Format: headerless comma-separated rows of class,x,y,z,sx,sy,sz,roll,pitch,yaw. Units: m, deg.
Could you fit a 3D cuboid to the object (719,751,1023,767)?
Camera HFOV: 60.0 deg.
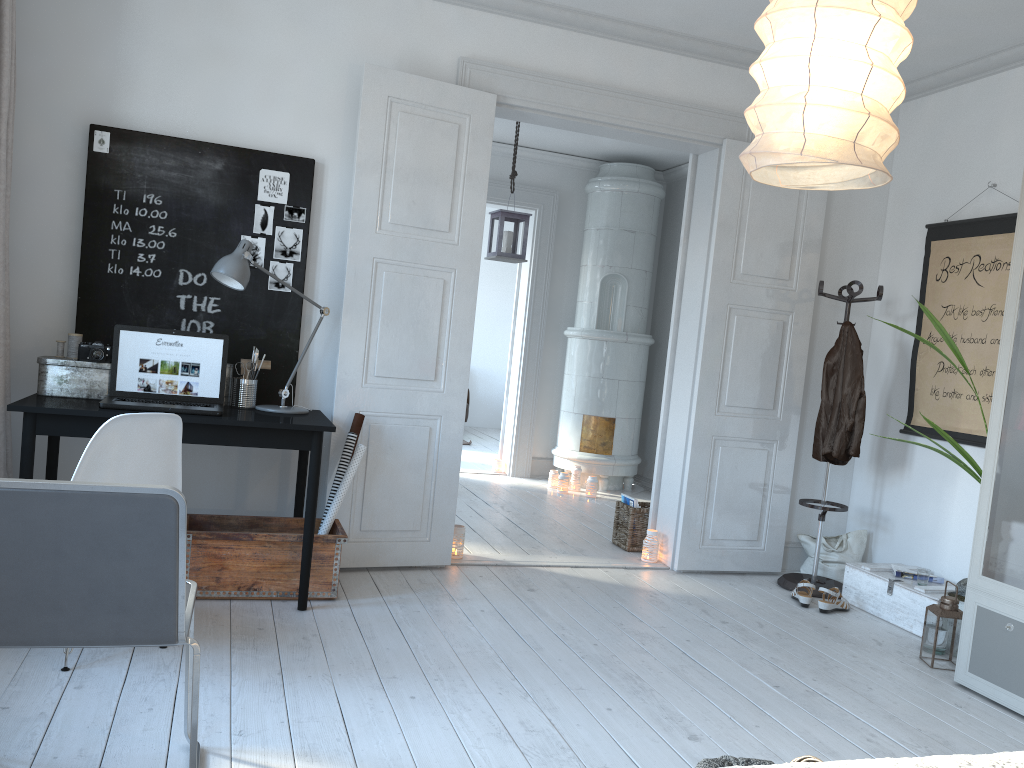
object,0.469,0.592,1.185,1.461,0.104,0.404,5,3,-18

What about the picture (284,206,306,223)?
picture,-0.999,-0.784,4.081,0.095,0.071,0.001,5,4,-18

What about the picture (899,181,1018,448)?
picture,2.319,-0.353,4.439,0.057,1.314,0.792,5,4,-18

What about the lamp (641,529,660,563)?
lamp,0.785,0.917,5.016,0.093,0.180,0.092,3,4,-35

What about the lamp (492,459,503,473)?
lamp,-0.130,0.728,7.868,0.093,0.110,0.093,6,3,-1

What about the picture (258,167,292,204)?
picture,-1.083,-0.905,4.041,0.148,0.154,0.004,5,4,-18

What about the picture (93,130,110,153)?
picture,-1.764,-1.042,3.812,0.061,0.088,0.004,5,4,-21

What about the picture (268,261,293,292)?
picture,-1.066,-0.497,4.085,0.103,0.136,0.001,5,4,-18

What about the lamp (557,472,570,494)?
lamp,0.415,0.797,7.144,0.089,0.166,0.089,5,4,-17

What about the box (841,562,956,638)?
box,1.986,1.057,4.374,0.376,0.218,0.640,5,3,-18

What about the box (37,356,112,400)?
box,-1.784,-0.025,3.668,0.317,0.152,0.192,5,3,-18

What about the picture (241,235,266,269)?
picture,-1.182,-0.601,4.038,0.107,0.150,0.001,5,4,-18

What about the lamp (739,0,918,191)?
lamp,0.738,-1.068,1.945,0.338,1.232,0.340,7,4,13

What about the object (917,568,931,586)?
object,1.968,0.927,4.245,0.060,0.082,0.060,8,4,37

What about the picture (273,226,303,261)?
picture,-1.030,-0.648,4.082,0.121,0.153,0.002,5,4,-18

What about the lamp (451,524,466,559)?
lamp,-0.294,0.827,4.651,0.089,0.166,0.089,4,4,-26

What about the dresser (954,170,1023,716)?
dresser,2.351,0.171,2.838,0.631,2.165,1.430,5,4,-18

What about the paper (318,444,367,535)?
paper,-0.791,0.571,3.893,0.283,0.627,0.041,3,5,-40

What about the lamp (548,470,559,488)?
lamp,0.345,0.789,7.364,0.084,0.146,0.084,5,3,-14

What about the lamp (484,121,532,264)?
lamp,0.046,-1.707,5.918,0.228,1.764,0.228,4,4,-21

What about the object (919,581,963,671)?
object,1.819,1.007,3.714,0.132,0.352,0.137,6,4,4

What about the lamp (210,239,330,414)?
lamp,-1.043,-0.238,3.831,0.229,0.717,0.617,9,5,43

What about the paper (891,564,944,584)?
paper,2.019,0.949,4.426,0.221,0.031,0.175,6,3,14

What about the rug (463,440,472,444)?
rug,-1.447,0.527,10.168,1.711,0.055,1.454,5,3,-18

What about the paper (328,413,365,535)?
paper,-0.799,0.505,4.020,0.048,0.747,0.297,8,4,27

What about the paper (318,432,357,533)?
paper,-0.808,0.550,3.948,0.043,0.670,0.266,8,4,27

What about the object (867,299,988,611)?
object,2.005,0.410,3.862,1.043,1.555,0.288,6,4,12

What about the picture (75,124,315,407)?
picture,-1.424,-0.497,4.003,0.953,1.173,0.063,5,4,-18

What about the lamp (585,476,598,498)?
lamp,0.639,0.822,7.098,0.089,0.166,0.089,5,4,-19

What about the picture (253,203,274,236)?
picture,-1.131,-0.749,4.041,0.083,0.146,0.002,5,4,-18

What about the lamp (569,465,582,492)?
lamp,0.527,0.778,7.317,0.098,0.210,0.098,5,4,-14
